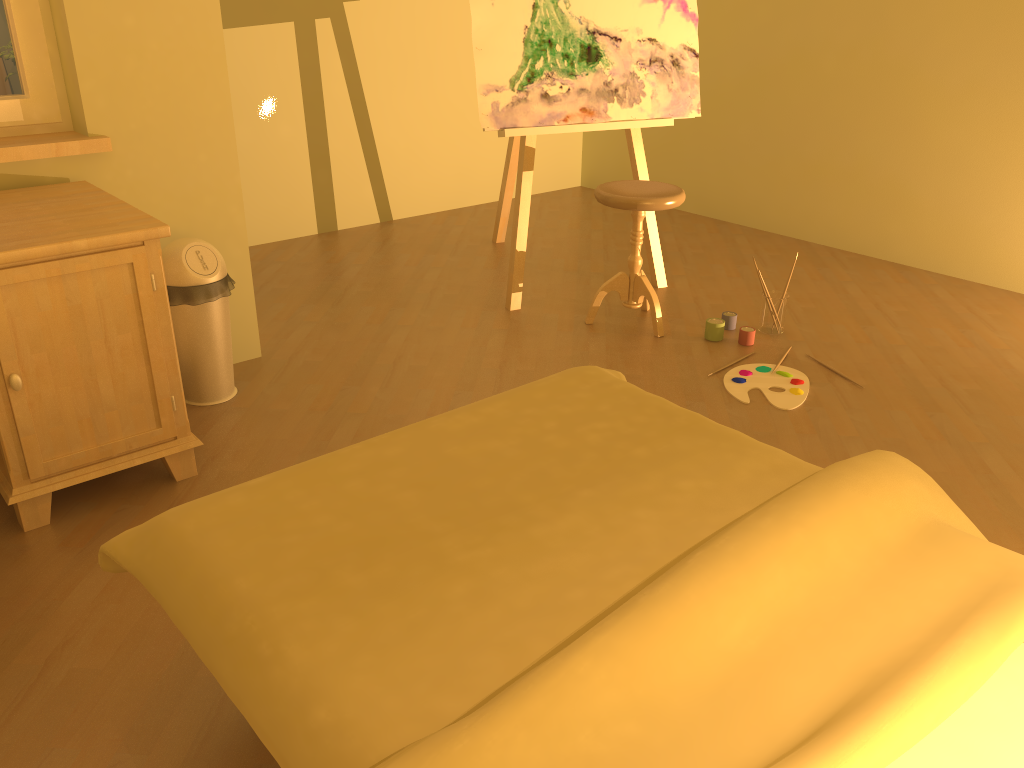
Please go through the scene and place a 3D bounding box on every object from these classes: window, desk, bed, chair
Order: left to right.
[{"bbox_3d":[-1.929,-1.167,2.067,1.486,1.263,0.142,-19,31,-36],"label":"window"},{"bbox_3d":[-1.602,0.007,2.176,1.396,0.720,0.684,-19,31,-36],"label":"desk"},{"bbox_3d":[0.494,-0.500,3.525,0.348,0.551,0.364,-12,28,-26],"label":"chair"},{"bbox_3d":[0.497,0.414,1.128,1.286,0.894,2.378,-19,31,-36],"label":"bed"}]

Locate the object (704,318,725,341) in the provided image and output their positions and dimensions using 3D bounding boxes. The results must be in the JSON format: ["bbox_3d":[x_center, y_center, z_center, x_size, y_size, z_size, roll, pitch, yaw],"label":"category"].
[{"bbox_3d":[0.794,-0.213,3.476,0.073,0.073,0.073,-16,30,-32],"label":"object"}]

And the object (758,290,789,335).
[{"bbox_3d":[1.040,-0.283,3.534,0.106,0.157,0.106,10,26,19],"label":"object"}]

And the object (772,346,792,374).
[{"bbox_3d":[1.001,-0.091,3.288,0.010,0.015,0.325,13,27,25],"label":"object"}]

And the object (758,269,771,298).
[{"bbox_3d":[1.014,-0.329,3.484,0.172,0.278,0.010,-12,28,-25],"label":"object"}]

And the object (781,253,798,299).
[{"bbox_3d":[1.083,-0.366,3.521,0.069,0.319,0.010,-5,25,-12],"label":"object"}]

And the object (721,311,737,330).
[{"bbox_3d":[0.877,-0.255,3.587,0.060,0.060,0.060,17,29,31],"label":"object"}]

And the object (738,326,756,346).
[{"bbox_3d":[0.909,-0.185,3.435,0.060,0.060,0.060,15,28,28],"label":"object"}]

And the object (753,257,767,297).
[{"bbox_3d":[1.009,-0.353,3.528,0.159,0.286,0.010,23,33,40],"label":"object"}]

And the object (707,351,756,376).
[{"bbox_3d":[0.810,-0.077,3.258,0.010,0.010,0.325,23,33,40],"label":"object"}]

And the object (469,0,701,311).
[{"bbox_3d":[0.134,-1.296,3.781,1.132,1.896,0.972,15,29,29],"label":"object"}]

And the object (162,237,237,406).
[{"bbox_3d":[-1.017,-0.210,2.879,0.248,0.535,0.255,-2,25,-5],"label":"object"}]

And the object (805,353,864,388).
[{"bbox_3d":[1.163,-0.051,3.210,0.010,0.010,0.325,-8,26,-18],"label":"object"}]

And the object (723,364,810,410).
[{"bbox_3d":[0.887,-0.004,3.097,0.288,0.014,0.366,10,26,19],"label":"object"}]
